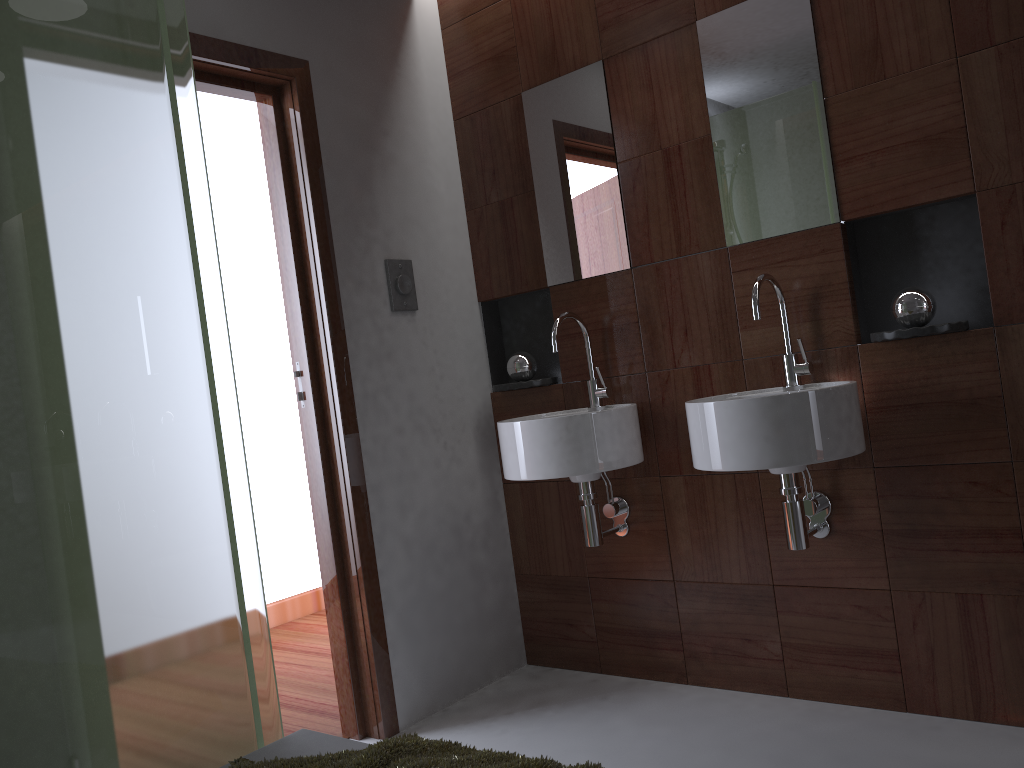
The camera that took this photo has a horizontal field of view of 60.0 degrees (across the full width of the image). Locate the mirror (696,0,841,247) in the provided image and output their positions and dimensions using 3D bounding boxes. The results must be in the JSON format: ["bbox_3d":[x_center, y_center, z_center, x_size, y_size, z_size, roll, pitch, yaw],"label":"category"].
[{"bbox_3d":[0.679,-0.714,2.376,0.316,0.635,0.010,-8,0,40],"label":"mirror"}]

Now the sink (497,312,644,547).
[{"bbox_3d":[0.169,0.143,2.624,0.415,0.715,0.417,-8,0,40],"label":"sink"}]

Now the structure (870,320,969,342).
[{"bbox_3d":[1.000,-0.129,2.180,0.220,0.023,0.222,-8,0,30],"label":"structure"}]

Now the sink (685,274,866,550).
[{"bbox_3d":[0.650,0.077,2.220,0.415,0.715,0.417,-8,0,40],"label":"sink"}]

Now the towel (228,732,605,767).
[{"bbox_3d":[0.022,0.682,1.035,0.890,0.452,0.349,-8,0,34],"label":"towel"}]

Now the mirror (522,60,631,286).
[{"bbox_3d":[0.197,-0.648,2.781,0.316,0.635,0.010,-8,0,40],"label":"mirror"}]

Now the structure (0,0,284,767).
[{"bbox_3d":[-1.058,0.084,1.312,0.765,2.079,1.015,-8,0,40],"label":"structure"}]

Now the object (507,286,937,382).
[{"bbox_3d":[0.508,-0.122,2.570,1.350,0.104,0.104,-8,0,40],"label":"object"}]

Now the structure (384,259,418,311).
[{"bbox_3d":[-0.346,-0.312,2.801,0.028,0.164,0.109,-8,0,40],"label":"structure"}]

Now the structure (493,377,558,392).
[{"bbox_3d":[0.046,0.002,2.981,0.222,0.023,0.220,-8,0,0],"label":"structure"}]
